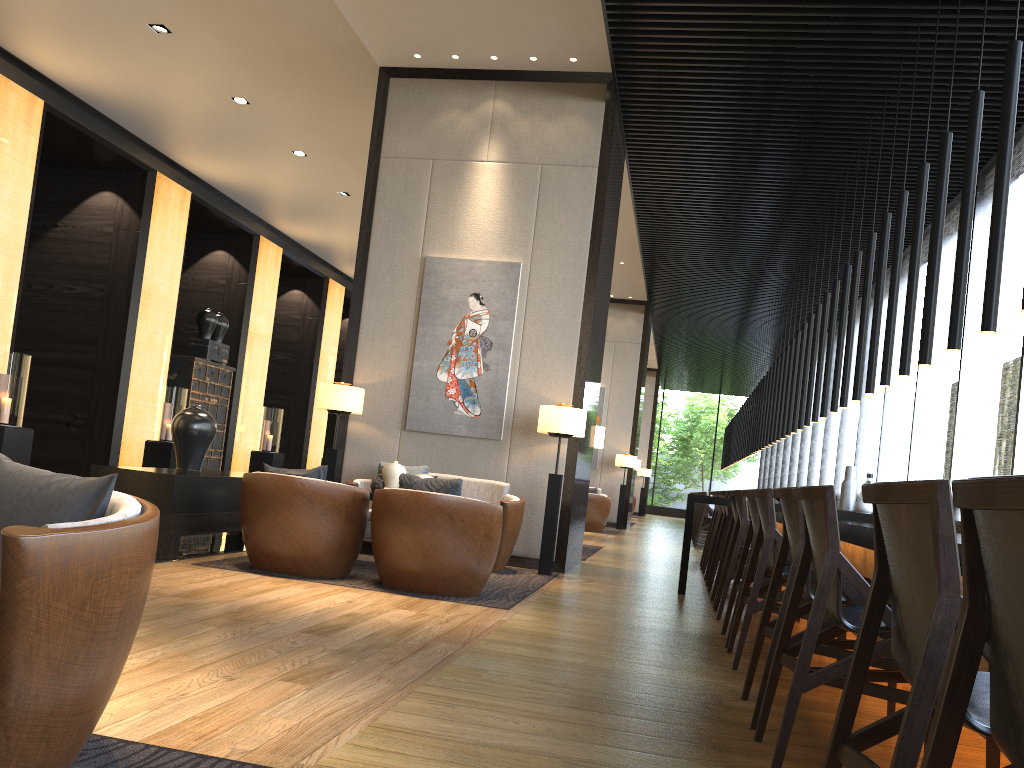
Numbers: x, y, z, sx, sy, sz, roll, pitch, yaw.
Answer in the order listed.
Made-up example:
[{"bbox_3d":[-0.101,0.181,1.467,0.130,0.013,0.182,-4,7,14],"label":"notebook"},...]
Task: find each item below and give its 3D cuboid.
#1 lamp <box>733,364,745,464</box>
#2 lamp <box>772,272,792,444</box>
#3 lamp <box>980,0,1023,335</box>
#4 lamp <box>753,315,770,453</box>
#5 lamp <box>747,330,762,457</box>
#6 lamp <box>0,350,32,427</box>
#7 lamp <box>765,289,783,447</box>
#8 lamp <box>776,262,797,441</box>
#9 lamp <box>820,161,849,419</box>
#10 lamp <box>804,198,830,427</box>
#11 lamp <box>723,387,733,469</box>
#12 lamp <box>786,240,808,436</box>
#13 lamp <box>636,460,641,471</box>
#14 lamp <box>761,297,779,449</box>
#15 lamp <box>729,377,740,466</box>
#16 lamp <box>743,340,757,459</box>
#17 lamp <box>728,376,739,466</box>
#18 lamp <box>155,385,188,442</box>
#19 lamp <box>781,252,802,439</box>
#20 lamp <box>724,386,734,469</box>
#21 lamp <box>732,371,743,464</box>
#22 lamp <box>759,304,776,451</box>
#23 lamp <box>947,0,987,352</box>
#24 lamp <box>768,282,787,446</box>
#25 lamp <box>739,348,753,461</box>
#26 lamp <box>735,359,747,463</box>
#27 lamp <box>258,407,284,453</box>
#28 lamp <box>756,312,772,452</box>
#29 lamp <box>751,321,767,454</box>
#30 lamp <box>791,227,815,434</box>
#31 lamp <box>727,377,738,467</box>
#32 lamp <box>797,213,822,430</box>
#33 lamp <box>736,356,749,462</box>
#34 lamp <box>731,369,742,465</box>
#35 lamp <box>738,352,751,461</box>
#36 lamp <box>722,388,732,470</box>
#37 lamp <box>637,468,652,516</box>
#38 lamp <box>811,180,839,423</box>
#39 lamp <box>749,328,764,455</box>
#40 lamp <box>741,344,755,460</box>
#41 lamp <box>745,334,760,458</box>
[{"bbox_3d":[5.265,0.639,20.454,0.060,2.414,0.060,8,-3,-24],"label":"lamp"},{"bbox_3d":[3.706,-0.391,12.099,0.060,2.414,0.060,6,-2,6],"label":"lamp"},{"bbox_3d":[2.159,-1.413,3.811,0.060,2.414,0.060,6,-2,6],"label":"lamp"},{"bbox_3d":[4.255,-0.029,15.041,0.060,2.414,0.060,8,-3,-24],"label":"lamp"},{"bbox_3d":[4.519,0.146,16.458,0.060,2.414,0.060,8,-3,-24],"label":"lamp"},{"bbox_3d":[-5.074,0.049,8.914,0.337,0.727,0.337,7,-3,-16],"label":"lamp"},{"bbox_3d":[3.893,-0.267,13.104,0.060,2.414,0.060,6,-2,6],"label":"lamp"},{"bbox_3d":[3.613,-0.453,11.601,0.060,2.414,0.060,6,-2,6],"label":"lamp"},{"bbox_3d":[2.953,-0.888,8.066,0.060,2.414,0.060,6,-2,6],"label":"lamp"},{"bbox_3d":[3.142,-0.764,9.077,0.060,2.414,0.060,6,-2,6],"label":"lamp"},{"bbox_3d":[6.101,1.191,24.934,0.060,2.414,0.060,6,-3,16],"label":"lamp"},{"bbox_3d":[3.425,-0.577,10.594,0.060,2.414,0.060,6,-2,6],"label":"lamp"},{"bbox_3d":[2.302,2.129,17.515,0.374,1.347,0.377,5,-3,30],"label":"lamp"},{"bbox_3d":[3.987,-0.205,13.607,0.060,2.414,0.060,8,-3,-24],"label":"lamp"},{"bbox_3d":[5.545,0.824,21.955,0.060,2.414,0.060,8,-3,-24],"label":"lamp"},{"bbox_3d":[4.699,0.265,17.422,0.060,2.414,0.060,8,-3,-24],"label":"lamp"},{"bbox_3d":[5.639,0.886,22.460,0.060,2.414,0.060,8,-3,-24],"label":"lamp"},{"bbox_3d":[-4.537,0.404,11.795,0.336,0.727,0.338,6,-3,16],"label":"lamp"},{"bbox_3d":[3.519,-0.515,11.098,0.060,2.414,0.060,6,-2,6],"label":"lamp"},{"bbox_3d":[6.007,1.129,24.431,0.060,2.414,0.060,6,-3,16],"label":"lamp"},{"bbox_3d":[5.359,0.701,20.957,0.060,2.414,0.060,8,-3,-24],"label":"lamp"},{"bbox_3d":[4.080,-0.144,14.105,0.060,2.414,0.060,8,-3,-24],"label":"lamp"},{"bbox_3d":[2.247,-1.355,4.280,0.060,2.414,0.060,6,-3,16],"label":"lamp"},{"bbox_3d":[3.799,-0.330,12.599,0.060,2.414,0.060,6,-2,6],"label":"lamp"},{"bbox_3d":[4.888,0.389,18.433,0.060,2.414,0.060,8,-3,-24],"label":"lamp"},{"bbox_3d":[5.171,0.576,19.949,0.060,2.414,0.060,8,-3,-24],"label":"lamp"},{"bbox_3d":[-3.999,0.759,14.676,0.336,0.727,0.338,6,-3,13],"label":"lamp"},{"bbox_3d":[4.173,-0.083,14.603,0.060,2.414,0.060,8,-3,-24],"label":"lamp"},{"bbox_3d":[4.338,0.027,15.489,0.060,2.414,0.060,8,-3,-24],"label":"lamp"},{"bbox_3d":[3.329,-0.640,10.078,0.060,2.414,0.060,6,-2,6],"label":"lamp"},{"bbox_3d":[5.733,0.948,22.963,0.060,2.414,0.060,8,-3,-24],"label":"lamp"},{"bbox_3d":[3.236,-0.702,9.580,0.060,2.414,0.060,6,-2,6],"label":"lamp"},{"bbox_3d":[5.074,0.513,19.434,0.060,2.414,0.060,8,-3,-24],"label":"lamp"},{"bbox_3d":[5.452,0.762,21.455,0.060,2.414,0.060,8,-3,-24],"label":"lamp"},{"bbox_3d":[4.981,0.451,18.936,0.060,2.414,0.060,8,-3,-24],"label":"lamp"},{"bbox_3d":[6.194,1.252,25.432,0.060,2.414,0.060,6,-3,16],"label":"lamp"},{"bbox_3d":[3.617,2.998,24.565,0.374,1.347,0.377,4,-4,41],"label":"lamp"},{"bbox_3d":[3.048,-0.826,8.573,0.060,2.414,0.060,6,-2,6],"label":"lamp"},{"bbox_3d":[4.423,0.083,15.946,0.060,2.414,0.060,8,-3,-24],"label":"lamp"},{"bbox_3d":[4.793,0.327,17.928,0.060,2.414,0.060,8,-3,-24],"label":"lamp"},{"bbox_3d":[4.594,0.196,16.860,0.060,2.414,0.060,8,-3,-24],"label":"lamp"}]
